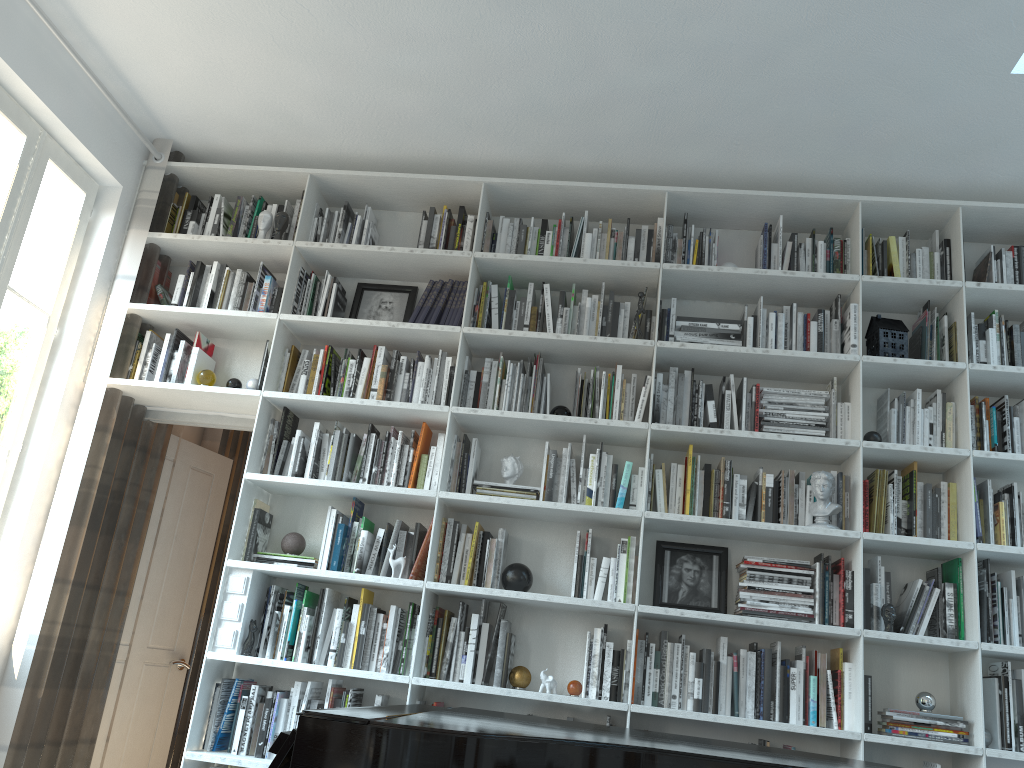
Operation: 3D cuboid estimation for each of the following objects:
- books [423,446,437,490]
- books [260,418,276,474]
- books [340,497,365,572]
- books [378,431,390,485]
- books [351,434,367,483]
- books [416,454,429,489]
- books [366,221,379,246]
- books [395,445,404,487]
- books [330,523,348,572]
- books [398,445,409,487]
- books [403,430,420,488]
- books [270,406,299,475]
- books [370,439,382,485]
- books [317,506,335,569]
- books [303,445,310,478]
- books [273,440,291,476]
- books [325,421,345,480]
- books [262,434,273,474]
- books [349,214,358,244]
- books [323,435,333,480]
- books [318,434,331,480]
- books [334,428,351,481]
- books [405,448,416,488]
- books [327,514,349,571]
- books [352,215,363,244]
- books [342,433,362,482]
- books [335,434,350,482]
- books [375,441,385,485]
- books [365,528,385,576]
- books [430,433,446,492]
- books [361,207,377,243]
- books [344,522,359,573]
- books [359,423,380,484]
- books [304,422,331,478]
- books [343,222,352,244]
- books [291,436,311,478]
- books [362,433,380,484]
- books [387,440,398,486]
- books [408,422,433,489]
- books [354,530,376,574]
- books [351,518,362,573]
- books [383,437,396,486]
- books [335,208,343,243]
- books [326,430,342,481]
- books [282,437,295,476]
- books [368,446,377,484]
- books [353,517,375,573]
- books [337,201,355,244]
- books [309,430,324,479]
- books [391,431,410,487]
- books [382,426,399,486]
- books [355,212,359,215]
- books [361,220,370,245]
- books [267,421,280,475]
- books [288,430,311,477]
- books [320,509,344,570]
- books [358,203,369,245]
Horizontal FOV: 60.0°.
[{"bbox_3d":[-0.350,0.400,3.897,0.031,0.222,0.145,5,-18,7],"label":"books"},{"bbox_3d":[-1.082,0.315,4.009,0.012,0.284,0.160,5,-18,7],"label":"books"},{"bbox_3d":[-0.691,0.670,3.847,0.011,0.334,0.154,5,-18,7],"label":"books"},{"bbox_3d":[-0.556,0.359,3.929,0.012,0.271,0.146,5,-18,7],"label":"books"},{"bbox_3d":[-0.664,0.363,3.954,0.048,0.255,0.142,5,-18,7],"label":"books"},{"bbox_3d":[-0.382,0.417,3.895,0.030,0.182,0.152,5,-18,7],"label":"books"},{"bbox_3d":[-0.682,-0.664,4.303,0.013,0.209,0.137,5,-18,7],"label":"books"},{"bbox_3d":[-0.483,0.393,3.916,0.012,0.216,0.160,5,-18,7],"label":"books"},{"bbox_3d":[-0.722,0.718,3.798,0.029,0.207,0.190,5,-18,7],"label":"books"},{"bbox_3d":[-0.467,0.394,3.918,0.021,0.220,0.149,5,-18,7],"label":"books"},{"bbox_3d":[-0.444,0.363,3.931,0.015,0.291,0.144,5,-18,7],"label":"books"},{"bbox_3d":[-1.021,0.287,3.981,0.012,0.332,0.185,5,-18,7],"label":"books"},{"bbox_3d":[-0.584,0.375,3.919,0.013,0.228,0.177,5,-18,7],"label":"books"},{"bbox_3d":[-0.790,0.683,3.841,0.012,0.284,0.160,5,-18,7],"label":"books"},{"bbox_3d":[-0.897,0.380,3.982,0.021,0.187,0.129,5,-18,7],"label":"books"},{"bbox_3d":[-1.005,0.362,3.961,0.037,0.181,0.189,5,-18,7],"label":"books"},{"bbox_3d":[-0.781,0.330,3.957,0.011,0.292,0.184,5,-18,7],"label":"books"},{"bbox_3d":[-1.069,0.349,3.986,0.026,0.208,0.155,5,-18,7],"label":"books"},{"bbox_3d":[-0.752,-0.680,4.297,0.013,0.219,0.182,5,-18,7],"label":"books"},{"bbox_3d":[-0.797,0.360,3.951,0.014,0.229,0.149,5,-18,7],"label":"books"},{"bbox_3d":[-0.826,0.357,3.975,0.049,0.242,0.140,5,-18,7],"label":"books"},{"bbox_3d":[-0.749,0.346,3.959,0.011,0.270,0.158,5,-18,7],"label":"books"},{"bbox_3d":[-0.437,0.401,3.902,0.013,0.202,0.162,5,-18,7],"label":"books"},{"bbox_3d":[-0.746,0.703,3.837,0.031,0.254,0.144,5,-18,7],"label":"books"},{"bbox_3d":[-0.736,-0.678,4.287,0.021,0.213,0.174,5,-18,7],"label":"books"},{"bbox_3d":[-0.702,0.361,3.940,0.023,0.241,0.185,5,-18,7],"label":"books"},{"bbox_3d":[-0.736,0.358,3.936,0.024,0.236,0.167,5,-18,7],"label":"books"},{"bbox_3d":[-0.570,0.381,3.928,0.013,0.227,0.152,5,-18,7],"label":"books"},{"bbox_3d":[-0.573,0.738,3.813,0.056,0.213,0.143,5,-18,7],"label":"books"},{"bbox_3d":[-0.317,0.375,3.908,0.027,0.285,0.148,5,-18,7],"label":"books"},{"bbox_3d":[-0.704,-0.703,4.327,0.015,0.292,0.131,5,-18,7],"label":"books"},{"bbox_3d":[-0.676,0.723,3.833,0.030,0.230,0.148,5,-18,7],"label":"books"},{"bbox_3d":[-0.634,0.339,3.940,0.013,0.298,0.152,5,-18,7],"label":"books"},{"bbox_3d":[-0.872,0.330,3.973,0.023,0.280,0.175,5,-18,7],"label":"books"},{"bbox_3d":[-0.785,-0.664,4.299,0.026,0.182,0.162,5,-18,7],"label":"books"},{"bbox_3d":[-0.924,0.356,3.946,0.028,0.203,0.189,5,-18,7],"label":"books"},{"bbox_3d":[-0.619,0.364,3.941,0.021,0.255,0.156,5,-18,7],"label":"books"},{"bbox_3d":[-0.515,0.383,3.938,0.028,0.241,0.132,5,-18,7],"label":"books"},{"bbox_3d":[-0.406,0.346,3.918,0.035,0.324,0.170,5,-18,7],"label":"books"},{"bbox_3d":[-0.620,0.735,3.784,0.029,0.189,0.189,5,-18,7],"label":"books"},{"bbox_3d":[-0.650,0.715,3.827,0.022,0.248,0.129,5,-18,7],"label":"books"},{"bbox_3d":[-0.534,0.374,3.933,0.011,0.251,0.140,5,-18,7],"label":"books"},{"bbox_3d":[-0.823,-0.704,4.315,0.016,0.260,0.154,5,-18,7],"label":"books"},{"bbox_3d":[-0.769,0.350,3.940,0.021,0.246,0.189,5,-18,7],"label":"books"},{"bbox_3d":[-0.978,0.358,3.979,0.042,0.208,0.144,5,-18,7],"label":"books"},{"bbox_3d":[-0.601,0.390,3.931,0.021,0.204,0.130,5,-18,7],"label":"books"},{"bbox_3d":[-0.635,0.709,3.807,0.011,0.249,0.172,5,-18,7],"label":"books"},{"bbox_3d":[-0.801,-0.717,4.299,0.015,0.278,0.191,5,-18,7],"label":"books"},{"bbox_3d":[-0.858,0.346,3.957,0.011,0.245,0.177,5,-18,7],"label":"books"},{"bbox_3d":[-0.494,0.360,3.913,0.015,0.274,0.158,5,-18,7],"label":"books"},{"bbox_3d":[-0.541,0.350,3.947,0.011,0.303,0.130,5,-18,7],"label":"books"},{"bbox_3d":[-0.761,-0.693,4.313,0.013,0.252,0.129,5,-18,7],"label":"books"},{"bbox_3d":[-0.697,-0.664,4.294,0.014,0.201,0.171,5,-18,7],"label":"books"},{"bbox_3d":[-1.044,0.318,3.976,0.027,0.265,0.176,5,-18,7],"label":"books"},{"bbox_3d":[-0.946,0.342,3.964,0.022,0.235,0.178,5,-18,7],"label":"books"},{"bbox_3d":[-0.773,0.690,3.836,0.024,0.272,0.151,5,-18,7],"label":"books"},{"bbox_3d":[-0.715,-0.711,4.318,0.007,0.300,0.146,5,-18,8],"label":"books"}]
